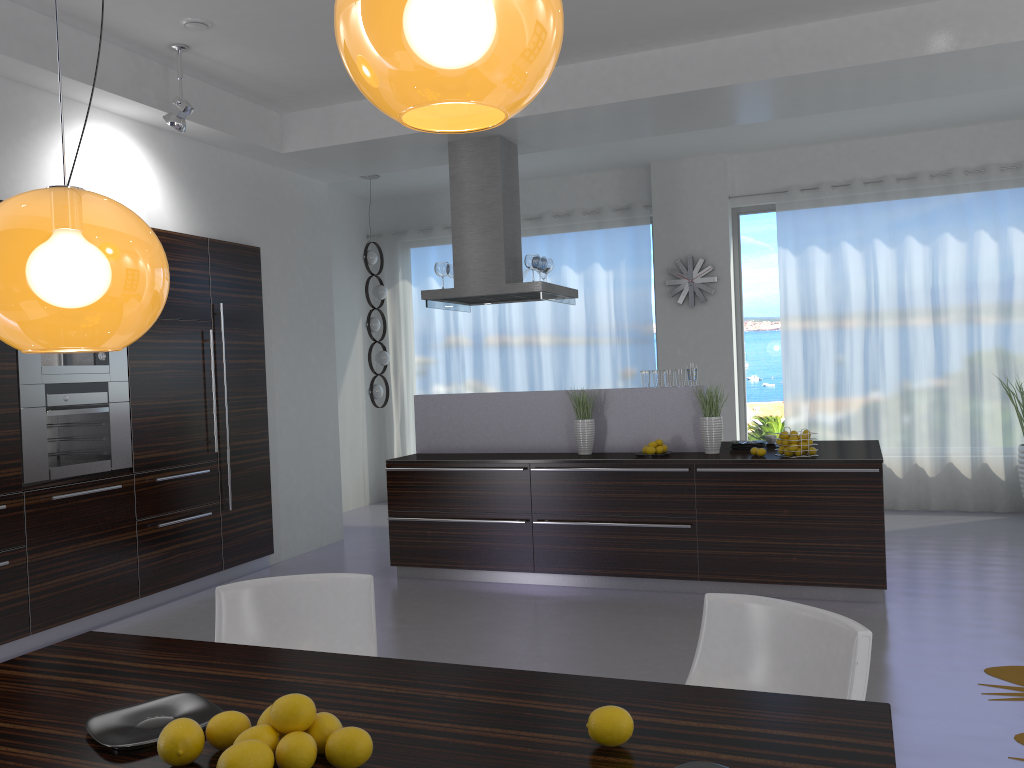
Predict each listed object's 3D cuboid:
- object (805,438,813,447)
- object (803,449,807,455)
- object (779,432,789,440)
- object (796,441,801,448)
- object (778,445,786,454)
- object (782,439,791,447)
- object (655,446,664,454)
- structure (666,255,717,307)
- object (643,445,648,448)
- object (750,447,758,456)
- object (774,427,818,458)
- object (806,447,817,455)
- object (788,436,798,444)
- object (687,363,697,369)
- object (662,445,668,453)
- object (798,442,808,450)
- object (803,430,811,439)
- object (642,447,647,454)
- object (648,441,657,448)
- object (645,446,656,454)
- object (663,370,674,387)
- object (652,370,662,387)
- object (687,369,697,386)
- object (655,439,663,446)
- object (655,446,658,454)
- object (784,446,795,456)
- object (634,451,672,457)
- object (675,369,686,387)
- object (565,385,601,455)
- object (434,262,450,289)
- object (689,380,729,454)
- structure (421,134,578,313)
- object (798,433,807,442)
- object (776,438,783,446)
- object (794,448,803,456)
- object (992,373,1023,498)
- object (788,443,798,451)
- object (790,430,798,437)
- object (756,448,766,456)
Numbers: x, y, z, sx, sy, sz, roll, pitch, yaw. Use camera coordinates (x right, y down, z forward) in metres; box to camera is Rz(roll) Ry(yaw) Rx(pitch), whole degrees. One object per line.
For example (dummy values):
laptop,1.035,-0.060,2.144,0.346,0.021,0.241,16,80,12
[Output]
object,1.840,0.365,5.508,0.061,0.054,0.053,-3,1,-23
object,1.816,0.418,5.531,0.061,0.055,0.050,-3,1,-23
object,1.701,0.322,5.539,0.053,0.051,0.063,-3,1,-21
object,1.779,0.378,5.497,0.051,0.053,0.062,-2,1,29
object,1.699,0.413,5.562,0.060,0.057,0.052,-2,1,23
object,1.714,0.367,5.523,0.062,0.053,0.052,-2,1,-7
object,0.977,0.438,5.880,0.061,0.054,0.052,-2,1,-2
structure,1.779,-1.020,8.803,0.505,0.505,0.076,-2,1,21
object,0.911,0.439,5.970,0.052,0.054,0.061,-3,1,-22
object,1.547,0.429,5.640,0.053,0.051,0.063,-2,1,-10
object,1.772,0.359,5.533,0.189,0.174,0.207,-3,1,-14
object,1.852,0.415,5.485,0.062,0.052,0.053,-3,1,-29
object,1.737,0.345,5.474,0.061,0.052,0.053,-2,1,34
object,1.231,-0.083,6.058,0.071,0.119,0.072,-3,1,-29
object,1.011,0.432,5.926,0.063,0.053,0.051,-3,1,-28
object,1.794,0.382,5.470,0.061,0.055,0.051,-2,1,1
object,1.836,0.315,5.527,0.050,0.060,0.059,-2,1,21
object,0.899,0.444,5.915,0.063,0.051,0.053,-2,1,25
object,0.936,0.405,5.899,0.061,0.047,0.053,-2,1,24
object,0.916,0.440,5.859,0.070,0.058,0.060,-2,1,20
object,1.082,-0.039,6.117,0.071,0.119,0.072,-3,1,-29
object,1.007,-0.036,6.147,0.071,0.119,0.072,-3,1,-29
object,1.232,-0.044,6.058,0.071,0.119,0.072,-3,1,-29
object,0.981,0.392,5.926,0.053,0.048,0.063,-3,1,-13
object,0.960,0.439,5.936,0.057,0.060,0.071,-2,1,23
object,1.725,0.418,5.507,0.064,0.063,0.074,-2,1,42
object,0.938,0.466,5.907,0.232,0.020,0.232,-2,1,30
object,1.157,-0.042,6.088,0.071,0.119,0.072,-3,1,-29
object,0.484,0.240,6.145,0.269,0.502,0.247,-2,1,22
object,-0.541,-0.836,6.915,0.125,0.221,0.125,-3,1,-44
object,1.320,0.210,5.844,0.269,0.502,0.247,-3,1,-26
structure,-0.097,-1.231,7.047,0.981,1.231,0.915,-2,1,21
object,1.794,0.331,5.475,0.051,0.053,0.063,-2,1,34
object,1.692,0.365,5.581,0.053,0.051,0.063,-2,1,-10
object,1.767,0.419,5.467,0.051,0.053,0.063,-2,1,29
object,4.413,0.499,7.366,0.713,1.334,0.656,-2,1,22
object,1.728,0.392,5.450,0.061,0.054,0.052,-2,1,-2
object,1.760,0.317,5.537,0.051,0.053,0.063,-2,1,23
object,1.568,0.429,5.579,0.063,0.051,0.053,-2,1,25
